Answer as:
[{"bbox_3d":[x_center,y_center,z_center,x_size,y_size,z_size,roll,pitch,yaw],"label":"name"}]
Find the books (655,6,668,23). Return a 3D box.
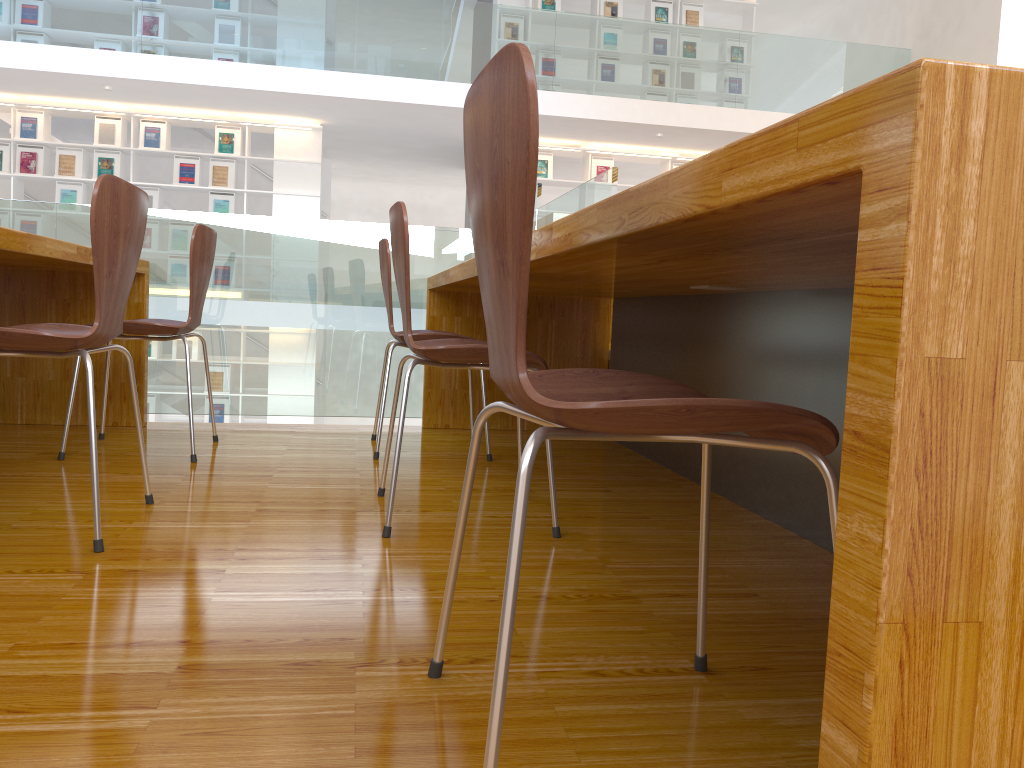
[{"bbox_3d":[1.618,-3.968,9.587,0.145,0.210,0.037,2,4,-10],"label":"books"}]

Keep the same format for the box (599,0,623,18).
[{"bbox_3d":[1.052,-4.033,9.587,0.245,0.296,0.274,2,4,-10],"label":"box"}]

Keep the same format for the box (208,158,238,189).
[{"bbox_3d":[-2.924,-2.117,8.986,0.245,0.296,0.274,2,4,-10],"label":"box"}]

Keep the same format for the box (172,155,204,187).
[{"bbox_3d":[-3.259,-2.131,8.926,0.245,0.296,0.274,2,4,-10],"label":"box"}]

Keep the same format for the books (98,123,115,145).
[{"bbox_3d":[-3.959,-2.441,8.668,0.145,0.210,0.037,2,4,-10],"label":"books"}]

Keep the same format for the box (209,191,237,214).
[{"bbox_3d":[-2.938,-1.790,9.011,0.245,0.296,0.274,2,4,-10],"label":"box"}]

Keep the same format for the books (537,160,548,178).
[{"bbox_3d":[0.312,-2.296,9.498,0.145,0.210,0.037,2,4,-10],"label":"books"}]

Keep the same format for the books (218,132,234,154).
[{"bbox_3d":[-2.857,-2.404,8.865,0.145,0.210,0.037,2,4,-10],"label":"books"}]

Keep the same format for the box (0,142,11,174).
[{"bbox_3d":[-4.985,-2.186,8.618,0.245,0.296,0.274,2,4,-10],"label":"box"}]

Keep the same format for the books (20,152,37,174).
[{"bbox_3d":[-4.673,-2.136,8.572,0.145,0.210,0.037,2,4,-10],"label":"books"}]

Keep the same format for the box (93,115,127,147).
[{"bbox_3d":[-3.972,-2.480,8.771,0.245,0.296,0.274,2,4,-10],"label":"box"}]

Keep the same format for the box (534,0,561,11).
[{"bbox_3d":[0.382,-4.057,9.467,0.245,0.296,0.274,2,4,-10],"label":"box"}]

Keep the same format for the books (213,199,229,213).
[{"bbox_3d":[-2.922,-1.745,8.909,0.145,0.210,0.037,2,4,-10],"label":"books"}]

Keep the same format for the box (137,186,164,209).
[{"bbox_3d":[-3.650,-1.813,8.884,0.245,0.296,0.274,2,4,-10],"label":"box"}]

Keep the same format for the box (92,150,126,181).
[{"bbox_3d":[-3.994,-2.152,8.795,0.245,0.296,0.274,2,4,-10],"label":"box"}]

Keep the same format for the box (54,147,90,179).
[{"bbox_3d":[-4.334,-2.164,8.735,0.245,0.296,0.274,2,4,-10],"label":"box"}]

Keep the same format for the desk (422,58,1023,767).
[{"bbox_3d":[0.308,0.023,2.018,0.760,0.606,3.356,2,4,-10],"label":"desk"}]

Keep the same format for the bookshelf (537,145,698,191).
[{"bbox_3d":[1.193,-1.640,9.743,2.984,1.836,0.498,2,4,-10],"label":"bookshelf"}]

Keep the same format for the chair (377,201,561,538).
[{"bbox_3d":[-0.102,-0.040,2.036,0.381,0.693,0.428,2,4,-10],"label":"chair"}]

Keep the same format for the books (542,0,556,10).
[{"bbox_3d":[0.388,-4.006,9.365,0.145,0.210,0.037,2,4,-10],"label":"books"}]

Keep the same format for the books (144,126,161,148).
[{"bbox_3d":[-3.546,-2.429,8.742,0.145,0.210,0.037,2,4,-10],"label":"books"}]

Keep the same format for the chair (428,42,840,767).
[{"bbox_3d":[0.129,0.054,0.944,0.381,0.693,0.428,2,4,-10],"label":"chair"}]

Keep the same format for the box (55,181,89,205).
[{"bbox_3d":[-4.347,-1.836,8.760,0.245,0.296,0.274,2,4,-10],"label":"box"}]

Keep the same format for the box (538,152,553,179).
[{"bbox_3d":[0.301,-2.344,9.597,0.245,0.296,0.274,2,4,-10],"label":"box"}]

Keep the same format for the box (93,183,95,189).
[{"bbox_3d":[-4.014,-1.825,8.819,0.245,0.296,0.274,2,4,-10],"label":"box"}]

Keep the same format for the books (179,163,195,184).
[{"bbox_3d":[-3.234,-2.090,8.828,0.145,0.210,0.037,2,4,-10],"label":"books"}]

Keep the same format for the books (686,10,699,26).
[{"bbox_3d":[1.963,-3.957,9.649,0.145,0.210,0.037,2,4,-10],"label":"books"}]

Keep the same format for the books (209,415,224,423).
[{"bbox_3d":[-3.020,0.309,9.065,0.145,0.210,0.037,2,4,-10],"label":"books"}]

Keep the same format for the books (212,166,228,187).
[{"bbox_3d":[-2.923,-2.077,8.884,0.145,0.210,0.037,2,4,-10],"label":"books"}]

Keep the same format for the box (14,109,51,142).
[{"bbox_3d":[-4.671,-2.503,8.647,0.245,0.296,0.274,2,4,-10],"label":"box"}]

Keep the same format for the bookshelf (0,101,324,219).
[{"bbox_3d":[-3.790,-1.803,8.858,3.666,1.836,0.498,2,4,-10],"label":"bookshelf"}]

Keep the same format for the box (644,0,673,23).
[{"bbox_3d":[1.605,-4.015,9.686,0.245,0.296,0.274,2,4,-10],"label":"box"}]

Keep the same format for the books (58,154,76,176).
[{"bbox_3d":[-4.332,-2.124,8.633,0.145,0.210,0.037,2,4,-10],"label":"books"}]

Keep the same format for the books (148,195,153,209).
[{"bbox_3d":[-3.639,-1.764,8.782,0.145,0.210,0.037,2,4,-10],"label":"books"}]

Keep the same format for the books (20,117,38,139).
[{"bbox_3d":[-4.656,-2.465,8.544,0.145,0.210,0.037,2,4,-10],"label":"books"}]

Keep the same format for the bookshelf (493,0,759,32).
[{"bbox_3d":[1.288,-3.678,9.588,2.984,1.836,0.498,2,4,-10],"label":"bookshelf"}]

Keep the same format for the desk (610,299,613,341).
[{"bbox_3d":[1.798,-0.616,5.775,3.196,0.757,1.248,2,4,-10],"label":"desk"}]

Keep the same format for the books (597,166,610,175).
[{"bbox_3d":[0.989,-2.258,9.620,0.145,0.210,0.037,2,4,-10],"label":"books"}]

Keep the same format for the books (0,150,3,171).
[{"bbox_3d":[-4.974,-2.142,8.520,0.145,0.210,0.037,2,4,-10],"label":"books"}]

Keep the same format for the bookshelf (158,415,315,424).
[{"bbox_3d":[-3.894,0.245,9.063,3.666,1.836,0.397,2,4,-10],"label":"bookshelf"}]

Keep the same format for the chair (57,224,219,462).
[{"bbox_3d":[-1.122,-0.140,2.725,0.381,0.693,0.428,2,4,-10],"label":"chair"}]

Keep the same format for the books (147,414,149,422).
[{"bbox_3d":[-3.737,0.294,8.938,0.145,0.210,0.037,2,4,-10],"label":"books"}]

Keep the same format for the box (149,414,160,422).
[{"bbox_3d":[-3.746,0.240,9.040,0.245,0.296,0.274,2,4,-10],"label":"box"}]

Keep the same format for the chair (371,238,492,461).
[{"bbox_3d":[-0.269,-0.120,2.989,0.381,0.693,0.428,2,4,-10],"label":"chair"}]

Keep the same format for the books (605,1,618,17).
[{"bbox_3d":[1.062,-3.981,9.485,0.145,0.210,0.037,2,4,-10],"label":"books"}]

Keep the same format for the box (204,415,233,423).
[{"bbox_3d":[-3.033,0.263,9.167,0.245,0.296,0.274,2,4,-10],"label":"box"}]

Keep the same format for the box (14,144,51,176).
[{"bbox_3d":[-4.688,-2.176,8.684,0.245,0.296,0.274,2,4,-10],"label":"box"}]

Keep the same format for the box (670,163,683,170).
[{"bbox_3d":[1.875,-2.292,9.878,0.245,0.296,0.274,2,4,-10],"label":"box"}]

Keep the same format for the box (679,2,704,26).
[{"bbox_3d":[1.955,-4.004,9.748,0.245,0.296,0.274,2,4,-10],"label":"box"}]

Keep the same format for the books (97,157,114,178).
[{"bbox_3d":[-3.982,-2.112,8.692,0.145,0.210,0.037,2,4,-10],"label":"books"}]

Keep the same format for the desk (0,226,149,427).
[{"bbox_3d":[-1.685,0.171,1.592,1.248,1.022,3.216,2,4,-10],"label":"desk"}]

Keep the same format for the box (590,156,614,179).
[{"bbox_3d":[0.969,-2.323,9.714,0.245,0.296,0.274,2,4,-10],"label":"box"}]

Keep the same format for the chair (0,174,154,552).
[{"bbox_3d":[-0.955,-0.060,1.772,0.381,0.693,0.428,2,4,-10],"label":"chair"}]

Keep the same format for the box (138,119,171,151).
[{"bbox_3d":[-3.561,-2.467,8.845,0.245,0.296,0.274,2,4,-10],"label":"box"}]

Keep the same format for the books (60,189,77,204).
[{"bbox_3d":[-4.331,-1.792,8.658,0.145,0.210,0.037,2,4,-10],"label":"books"}]

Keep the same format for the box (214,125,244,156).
[{"bbox_3d":[-2.861,-2.443,8.970,0.245,0.296,0.274,2,4,-10],"label":"box"}]
